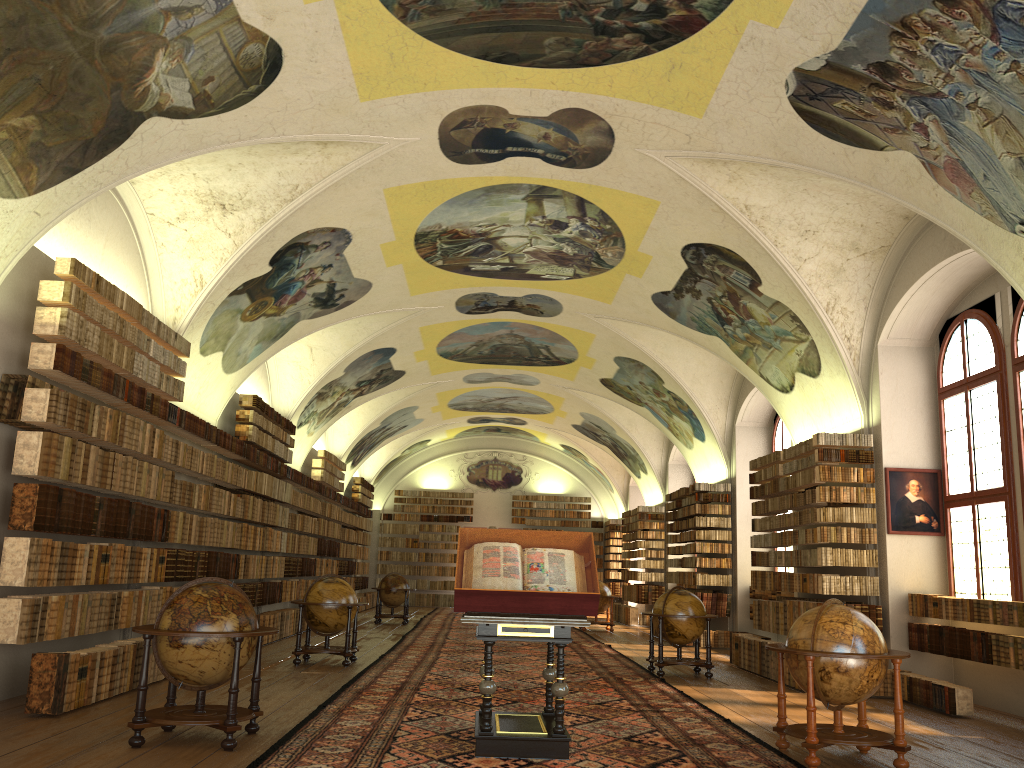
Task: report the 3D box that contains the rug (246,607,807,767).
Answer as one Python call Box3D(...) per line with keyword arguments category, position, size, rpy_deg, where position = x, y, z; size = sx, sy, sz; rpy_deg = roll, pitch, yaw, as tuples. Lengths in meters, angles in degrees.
Box3D(category="rug", position=(-0.132, 5.376, 18.025), size=(4.704, 0.064, 37.045), rpy_deg=(2, -12, -2))

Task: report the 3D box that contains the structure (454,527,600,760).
Box3D(category="structure", position=(0.085, 2.395, 8.394), size=(1.245, 1.974, 1.898), rpy_deg=(2, -11, -1))

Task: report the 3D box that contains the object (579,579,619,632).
Box3D(category="object", position=(2.436, 6.369, 25.579), size=(1.280, 1.443, 1.282), rpy_deg=(-8, -15, 40))

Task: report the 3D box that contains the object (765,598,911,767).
Box3D(category="object", position=(3.025, 2.739, 8.260), size=(1.280, 1.443, 1.283), rpy_deg=(-6, -14, 35))

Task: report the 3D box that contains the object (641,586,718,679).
Box3D(category="object", position=(2.802, 4.119, 14.843), size=(1.281, 1.443, 1.281), rpy_deg=(11, -14, -38))

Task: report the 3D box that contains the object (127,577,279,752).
Box3D(category="object", position=(-2.809, 2.502, 8.105), size=(1.281, 1.443, 1.281), rpy_deg=(11, -14, -38))

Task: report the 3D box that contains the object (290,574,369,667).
Box3D(category="object", position=(-3.034, 3.881, 14.688), size=(1.280, 1.443, 1.283), rpy_deg=(-6, -14, 35))

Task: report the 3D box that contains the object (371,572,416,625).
Box3D(category="object", position=(-3.408, 6.133, 25.435), size=(1.280, 1.443, 1.282), rpy_deg=(-8, -15, 40))
